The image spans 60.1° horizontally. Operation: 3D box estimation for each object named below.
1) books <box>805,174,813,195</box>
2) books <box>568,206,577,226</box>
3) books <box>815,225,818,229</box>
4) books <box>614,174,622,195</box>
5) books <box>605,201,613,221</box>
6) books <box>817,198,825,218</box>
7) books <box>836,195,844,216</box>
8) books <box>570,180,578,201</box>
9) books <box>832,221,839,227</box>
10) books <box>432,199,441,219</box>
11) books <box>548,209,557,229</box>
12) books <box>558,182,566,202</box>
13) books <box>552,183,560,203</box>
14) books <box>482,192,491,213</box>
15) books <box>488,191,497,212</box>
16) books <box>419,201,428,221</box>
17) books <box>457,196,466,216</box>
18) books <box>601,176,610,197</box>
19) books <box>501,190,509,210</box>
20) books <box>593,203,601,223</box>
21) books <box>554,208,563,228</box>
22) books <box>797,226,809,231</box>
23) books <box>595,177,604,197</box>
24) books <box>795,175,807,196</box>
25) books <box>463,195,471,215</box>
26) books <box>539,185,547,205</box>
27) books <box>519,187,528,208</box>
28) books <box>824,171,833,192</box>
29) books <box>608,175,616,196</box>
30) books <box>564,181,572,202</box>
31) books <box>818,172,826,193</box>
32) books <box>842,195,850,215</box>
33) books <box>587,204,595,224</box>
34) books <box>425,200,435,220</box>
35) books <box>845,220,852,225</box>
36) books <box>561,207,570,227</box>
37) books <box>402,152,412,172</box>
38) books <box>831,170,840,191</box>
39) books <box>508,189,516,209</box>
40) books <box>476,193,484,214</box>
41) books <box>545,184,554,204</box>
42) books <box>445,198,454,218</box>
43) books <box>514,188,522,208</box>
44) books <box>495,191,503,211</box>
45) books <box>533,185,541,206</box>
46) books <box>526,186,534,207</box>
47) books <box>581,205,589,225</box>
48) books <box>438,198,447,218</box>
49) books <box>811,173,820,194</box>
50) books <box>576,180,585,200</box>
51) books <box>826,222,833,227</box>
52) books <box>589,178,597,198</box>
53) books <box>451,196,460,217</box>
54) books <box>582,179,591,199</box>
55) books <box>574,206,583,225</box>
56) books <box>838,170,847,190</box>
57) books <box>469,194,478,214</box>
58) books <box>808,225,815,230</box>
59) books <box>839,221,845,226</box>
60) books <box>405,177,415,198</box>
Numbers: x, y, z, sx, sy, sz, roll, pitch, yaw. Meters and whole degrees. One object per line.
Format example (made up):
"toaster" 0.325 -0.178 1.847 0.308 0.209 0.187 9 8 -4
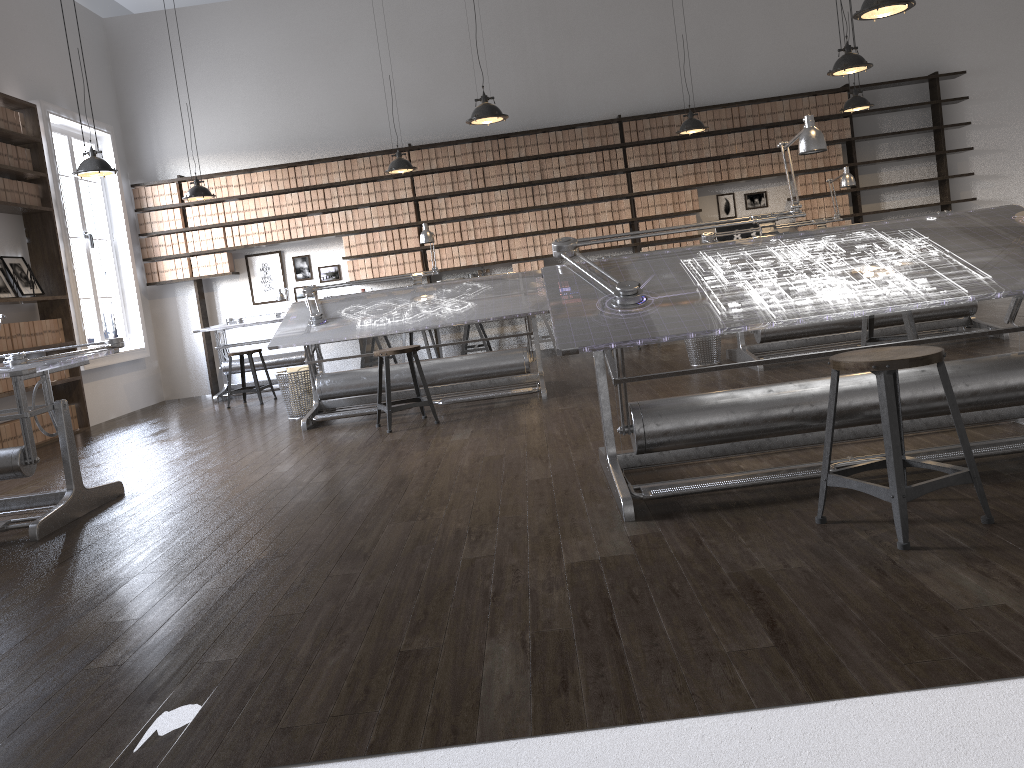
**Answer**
"books" 3.247 -2.188 9.753 0.066 0.225 0.175 -7 5 2
"books" 0.664 -1.845 9.805 0.066 0.225 0.175 -7 5 2
"books" 3.361 -1.649 9.789 0.066 0.225 0.175 -7 5 2
"books" 1.161 -2.188 9.777 0.066 0.225 0.175 -7 5 2
"books" 1.066 -1.897 9.796 0.067 0.225 0.175 -7 5 2
"books" 3.383 -1.930 9.767 0.066 0.225 0.175 -7 5 2
"books" 3.584 -1.956 9.763 0.066 0.225 0.175 -7 5 2
"books" 0.681 -2.125 9.786 0.066 0.225 0.175 -7 5 2
"books" 3.558 -1.675 9.785 0.066 0.225 0.175 -7 5 2
"books" -0.831 -1.928 9.822 0.066 0.225 0.175 -7 5 2
"books" 0.446 -1.817 9.815 0.066 0.225 0.175 -7 5 2
"books" 0.552 -2.108 9.786 0.067 0.225 0.175 -7 5 2
"books" 0.485 -2.100 9.793 0.066 0.225 0.175 -7 5 2
"books" -0.283 -1.999 9.809 0.066 0.225 0.175 -7 5 2
"books" -0.214 -2.009 9.809 0.066 0.225 0.175 -7 5 2
"books" -0.978 -1.909 9.825 0.066 0.225 0.175 -7 5 2
"books" -0.553 -1.963 9.810 0.067 0.225 0.175 -7 5 2
"books" 1.032 -2.170 9.775 0.066 0.225 0.175 -7 5 2
"books" -0.073 -2.026 9.799 0.066 0.225 0.175 -7 5 2
"books" 0.938 -1.881 9.802 0.066 0.225 0.175 -7 5 2
"books" 0.519 -1.826 9.807 0.067 0.225 0.175 -7 5 2
"books" 3.228 -1.632 9.793 0.066 0.225 0.175 -7 5 2
"books" 0.961 -2.161 9.780 0.066 0.225 0.175 -7 5 2
"books" 3.177 -2.179 9.754 0.066 0.225 0.175 -7 5 2
"books" -0.487 -1.973 9.813 0.066 0.225 0.175 -7 5 2
"books" 0.345 -2.081 9.792 0.066 0.225 0.175 -7 5 2
"books" 0.127 -2.053 9.802 0.066 0.225 0.175 -7 5 2
"books" 3.462 -2.216 9.743 0.067 0.225 0.175 -7 5 2
"books" 1.098 -2.179 9.774 0.067 0.225 0.175 -7 5 2
"books" 0.618 -2.117 9.789 0.066 0.225 0.175 -7 5 2
"books" 3.388 -2.206 9.750 0.066 0.225 0.175 -7 5 2
"books" 3.653 -1.965 9.763 0.066 0.225 0.175 -7 5 2
"books" 0.871 -1.871 9.799 0.067 0.225 0.175 -7 5 2
"books" -0.905 -1.918 9.818 0.067 0.225 0.175 -7 5 2
"books" 3.692 -1.692 9.777 0.067 0.225 0.175 -7 5 2
"books" 0.594 -1.836 9.811 0.066 0.225 0.175 -7 5 2
"books" -1.159 -2.438 9.783 0.066 0.225 0.175 -7 5 2
"books" 3.535 -2.226 9.747 0.066 0.225 0.175 -7 5 2
"books" -0.001 -2.035 9.797 0.067 0.225 0.175 -7 5 2
"books" -0.353 -1.990 9.807 0.067 0.225 0.175 -7 5 2
"books" 0.415 -2.090 9.795 0.066 0.225 0.175 -7 5 2
"books" -0.690 -1.946 9.819 0.066 0.225 0.175 -7 5 2
"books" 0.062 -2.044 9.801 0.066 0.225 0.175 -7 5 2
"books" -0.145 -2.017 9.804 0.066 0.225 0.175 -7 5 2
"books" 0.274 -2.072 9.798 0.066 0.225 0.175 -7 5 2
"books" 0.200 -2.062 9.794 0.067 0.225 0.175 -7 5 2
"books" 0.805 -1.863 9.806 0.066 0.225 0.175 -7 5 2
"books" -0.760 -1.937 9.816 0.066 0.225 0.175 -7 5 2
"books" 3.317 -2.197 9.747 0.066 0.225 0.175 -7 5 2
"books" 0.752 -2.134 9.783 0.067 0.225 0.175 -7 5 2
"books" 3.489 -1.666 9.783 0.067 0.225 0.175 -7 5 2
"books" 0.891 -2.153 9.785 0.066 0.225 0.175 -7 5 2
"books" -0.620 -1.956 9.817 0.066 0.225 0.175 -7 5 2
"books" 0.822 -2.143 9.785 0.066 0.225 0.175 -7 5 2
"books" 0.734 -1.854 9.808 0.066 0.225 0.175 -7 5 2
"books" 3.611 -2.235 9.743 0.066 0.225 0.175 -7 5 2
"books" -0.424 -1.981 9.810 0.066 0.225 0.175 -7 5 2
"books" 3.294 -1.640 9.786 0.067 0.225 0.175 -7 5 2
"books" 3.628 -1.684 9.785 0.066 0.225 0.175 -7 5 2
"books" -1.130 -2.164 9.804 0.067 0.225 0.175 -7 5 2
